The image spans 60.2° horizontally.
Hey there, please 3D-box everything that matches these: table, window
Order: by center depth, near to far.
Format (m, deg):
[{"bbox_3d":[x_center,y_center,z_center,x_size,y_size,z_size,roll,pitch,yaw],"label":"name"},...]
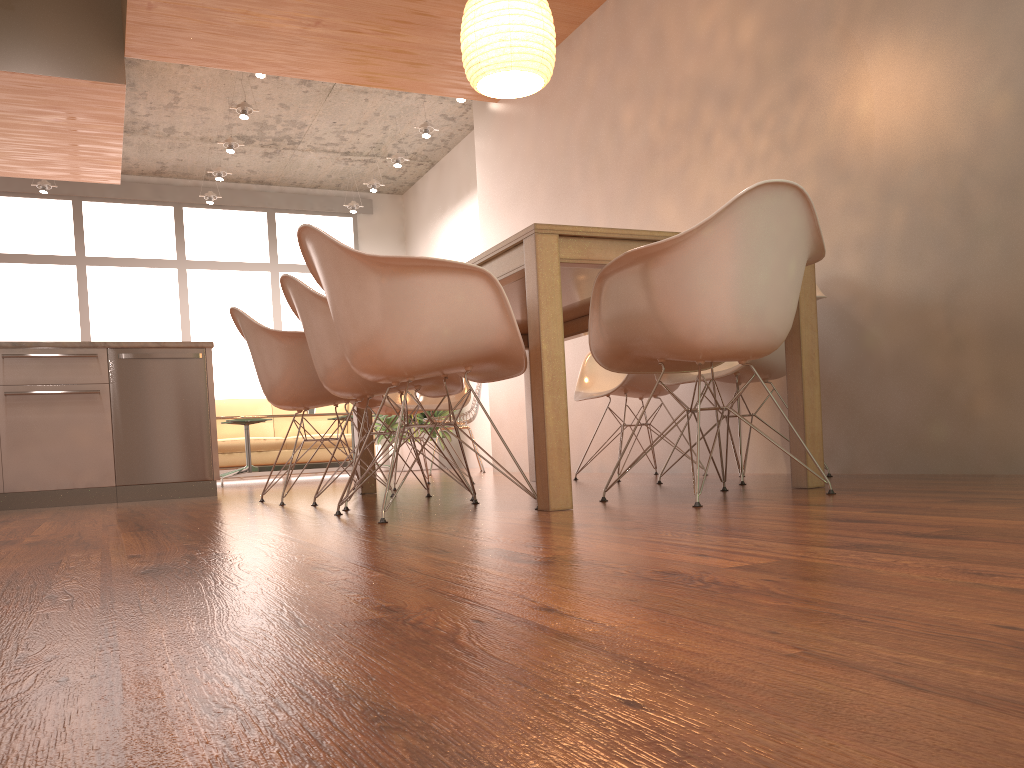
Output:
[{"bbox_3d":[0.113,0.037,3.637,1.021,0.810,2.085,-2,-4,-25],"label":"table"},{"bbox_3d":[-1.829,0.567,7.751,1.862,0.560,0.945,-1,-3,-25],"label":"table"},{"bbox_3d":[-5.499,-0.525,9.050,8.523,3.285,0.062,-2,1,-25],"label":"window"}]

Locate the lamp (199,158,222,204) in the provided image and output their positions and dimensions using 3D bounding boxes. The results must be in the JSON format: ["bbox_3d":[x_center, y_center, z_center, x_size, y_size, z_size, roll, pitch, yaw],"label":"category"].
[{"bbox_3d":[-3.173,-2.134,9.256,0.134,0.483,0.197,-2,1,33],"label":"lamp"}]

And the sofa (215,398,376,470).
[{"bbox_3d":[-2.366,0.543,8.917,1.793,0.838,0.883,-2,-2,-25],"label":"sofa"}]

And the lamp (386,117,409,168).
[{"bbox_3d":[-1.096,-2.309,8.396,0.134,0.483,0.197,-2,1,33],"label":"lamp"}]

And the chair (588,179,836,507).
[{"bbox_3d":[0.605,-0.086,2.648,0.680,0.862,0.646,-3,-1,-30],"label":"chair"}]

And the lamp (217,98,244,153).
[{"bbox_3d":[-2.483,-2.280,7.763,0.134,0.483,0.197,-2,1,33],"label":"lamp"}]

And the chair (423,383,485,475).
[{"bbox_3d":[-0.468,0.300,7.422,0.560,0.902,0.544,-3,0,-5],"label":"chair"}]

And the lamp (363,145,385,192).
[{"bbox_3d":[-1.441,-2.236,9.143,0.134,0.483,0.197,-2,1,33],"label":"lamp"}]

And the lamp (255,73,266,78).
[{"bbox_3d":[-1.792,-2.426,6.270,0.134,0.483,0.197,-2,1,33],"label":"lamp"}]

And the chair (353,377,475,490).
[{"bbox_3d":[-0.597,0.146,4.943,0.680,0.862,0.647,-2,-1,-40],"label":"chair"}]

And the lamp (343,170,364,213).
[{"bbox_3d":[-1.786,-2.163,9.889,0.134,0.483,0.197,-2,1,33],"label":"lamp"}]

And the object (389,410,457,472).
[{"bbox_3d":[-1.071,-0.110,9.574,0.964,2.108,1.082,-3,0,-12],"label":"object"}]

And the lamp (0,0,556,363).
[{"bbox_3d":[-1.730,-0.947,4.277,3.202,1.348,3.085,-2,-4,-25],"label":"lamp"}]

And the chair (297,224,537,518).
[{"bbox_3d":[-0.308,-0.038,2.709,0.639,0.849,0.688,-3,-1,-30],"label":"chair"}]

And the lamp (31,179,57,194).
[{"bbox_3d":[-4.577,-2.105,8.615,0.134,0.483,0.197,-2,1,33],"label":"lamp"}]

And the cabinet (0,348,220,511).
[{"bbox_3d":[-2.047,-0.592,3.473,1.905,2.276,4.269,-3,-3,-25],"label":"cabinet"}]

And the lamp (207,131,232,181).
[{"bbox_3d":[-2.828,-2.207,8.510,0.134,0.483,0.197,-2,1,33],"label":"lamp"}]

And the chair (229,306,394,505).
[{"bbox_3d":[-0.912,0.093,3.976,0.639,0.862,0.688,-3,-1,-30],"label":"chair"}]

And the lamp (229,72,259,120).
[{"bbox_3d":[-2.137,-2.353,7.017,0.134,0.483,0.197,-2,1,33],"label":"lamp"}]

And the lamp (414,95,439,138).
[{"bbox_3d":[-0.751,-2.382,7.650,0.134,0.483,0.197,-2,1,33],"label":"lamp"}]

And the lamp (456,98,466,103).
[{"bbox_3d":[0.035,-1.308,2.914,0.445,3.397,8.245,-3,-3,-7],"label":"lamp"}]

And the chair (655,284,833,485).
[{"bbox_3d":[0.978,-0.031,3.679,0.639,0.862,0.688,-3,-1,-35],"label":"chair"}]

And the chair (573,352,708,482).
[{"bbox_3d":[0.668,0.046,4.504,0.640,0.862,0.687,-3,-1,-25],"label":"chair"}]

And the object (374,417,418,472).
[{"bbox_3d":[-1.369,-0.050,10.184,1.078,2.108,0.967,-3,0,-7],"label":"object"}]

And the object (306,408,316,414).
[{"bbox_3d":[-1.772,-0.014,7.747,0.296,0.590,0.372,-3,0,-30],"label":"object"}]

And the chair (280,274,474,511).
[{"bbox_3d":[-0.532,0.028,3.370,0.639,0.862,0.688,-3,-1,-30],"label":"chair"}]
